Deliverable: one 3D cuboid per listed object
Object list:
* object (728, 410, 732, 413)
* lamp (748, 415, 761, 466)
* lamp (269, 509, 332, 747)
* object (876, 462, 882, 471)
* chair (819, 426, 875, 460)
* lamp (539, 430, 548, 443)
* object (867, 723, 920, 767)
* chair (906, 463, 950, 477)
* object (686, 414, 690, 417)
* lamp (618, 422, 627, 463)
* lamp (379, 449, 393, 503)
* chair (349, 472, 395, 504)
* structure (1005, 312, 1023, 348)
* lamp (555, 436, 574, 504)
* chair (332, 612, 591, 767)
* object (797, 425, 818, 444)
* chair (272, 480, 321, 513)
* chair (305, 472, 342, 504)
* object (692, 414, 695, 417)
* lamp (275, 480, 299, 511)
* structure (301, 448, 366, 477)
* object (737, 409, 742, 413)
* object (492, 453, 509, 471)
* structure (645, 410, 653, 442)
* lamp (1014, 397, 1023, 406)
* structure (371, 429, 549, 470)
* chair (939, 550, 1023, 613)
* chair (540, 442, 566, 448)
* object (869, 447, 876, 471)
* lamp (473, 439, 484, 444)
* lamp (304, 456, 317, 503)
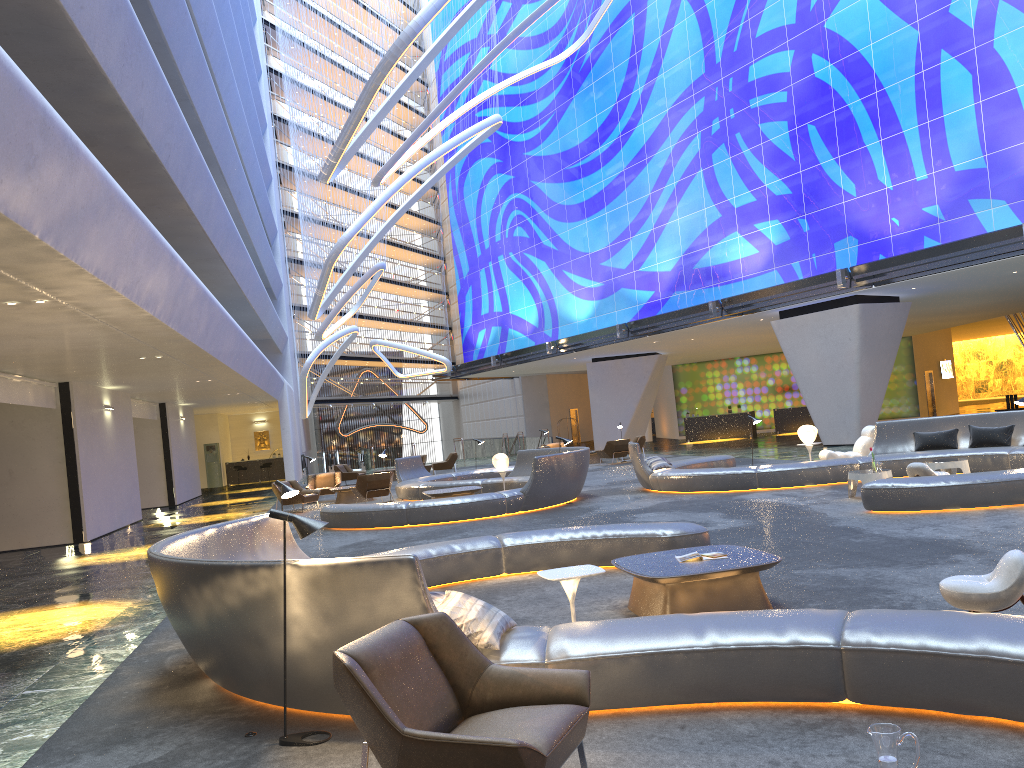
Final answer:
[{"bbox_3d":[9.571,1.214,38.896,0.150,0.145,0.150,-6,-2,22],"label":"object"},{"bbox_3d":[5.024,1.290,18.277,0.201,1.300,0.385,-5,-1,-36],"label":"lamp"},{"bbox_3d":[-1.155,1.326,4.905,0.384,1.300,0.202,-6,-1,-12],"label":"lamp"},{"bbox_3d":[5.409,1.214,13.085,0.071,0.118,0.151,-6,-2,-1],"label":"object"},{"bbox_3d":[6.657,1.300,17.355,1.157,0.881,0.729,-6,-1,8],"label":"chair"},{"bbox_3d":[1.140,2.230,31.073,0.384,1.300,0.202,-6,-1,6],"label":"lamp"},{"bbox_3d":[1.099,1.117,2.562,0.130,0.252,0.103,-5,-1,-28],"label":"object"},{"bbox_3d":[6.363,1.339,13.169,0.586,0.501,1.782,-7,-3,43],"label":"chair"},{"bbox_3d":[7.879,1.416,39.708,0.149,0.149,0.149,-6,-2,23],"label":"object"},{"bbox_3d":[3.540,1.881,28.534,0.202,1.300,0.384,-6,-1,5],"label":"lamp"},{"bbox_3d":[-3.049,2.232,21.482,0.202,1.300,0.384,-6,-1,5],"label":"lamp"},{"bbox_3d":[-3.313,2.516,21.190,0.928,0.766,0.940,-5,-2,-28],"label":"chair"},{"bbox_3d":[27.062,-2.580,29.787,11.974,6.244,16.512,-5,-2,-11],"label":"structure"},{"bbox_3d":[1.013,1.626,16.835,0.384,1.300,0.202,-6,-1,6],"label":"lamp"},{"bbox_3d":[-0.194,1.453,3.813,0.940,0.766,0.929,-6,-2,22],"label":"chair"},{"bbox_3d":[6.015,1.025,18.036,0.366,0.387,0.318,-5,-2,-29],"label":"object"},{"bbox_3d":[-5.243,2.721,21.500,0.940,0.766,0.929,-6,-2,22],"label":"chair"},{"bbox_3d":[-5.079,2.814,24.031,0.929,0.766,0.939,-6,-2,-5],"label":"chair"},{"bbox_3d":[8.105,1.409,39.609,0.108,0.108,0.111,-6,-2,23],"label":"object"},{"bbox_3d":[-2.218,1.601,8.819,0.385,1.300,0.201,-6,-1,38],"label":"lamp"},{"bbox_3d":[-10.222,7.996,52.621,3.015,8.235,19.856,-6,-2,-11],"label":"structure"},{"bbox_3d":[9.951,1.170,38.752,0.150,0.145,0.150,-6,-2,22],"label":"object"},{"bbox_3d":[-0.249,1.703,19.299,0.367,0.387,0.318,-6,-1,-4],"label":"object"},{"bbox_3d":[6.812,1.894,44.842,1.021,2.050,0.774,-5,-1,-33],"label":"structure"},{"bbox_3d":[8.023,0.795,13.730,0.384,1.300,0.202,-5,-1,-18],"label":"lamp"},{"bbox_3d":[-4.026,7.486,54.313,9.298,8.395,19.760,-5,-2,-11],"label":"structure"},{"bbox_3d":[3.104,1.342,5.760,0.587,0.501,0.490,-6,-2,23],"label":"chair"},{"bbox_3d":[1.510,2.464,31.082,0.929,0.766,0.939,-6,-2,-5],"label":"chair"},{"bbox_3d":[5.295,1.102,12.973,0.066,0.355,0.077,-5,-1,-44],"label":"object"},{"bbox_3d":[-0.914,2.165,24.853,0.384,1.300,0.202,-6,-1,6],"label":"lamp"},{"bbox_3d":[-5.449,2.580,24.022,0.384,1.300,0.202,-6,-1,6],"label":"lamp"}]
